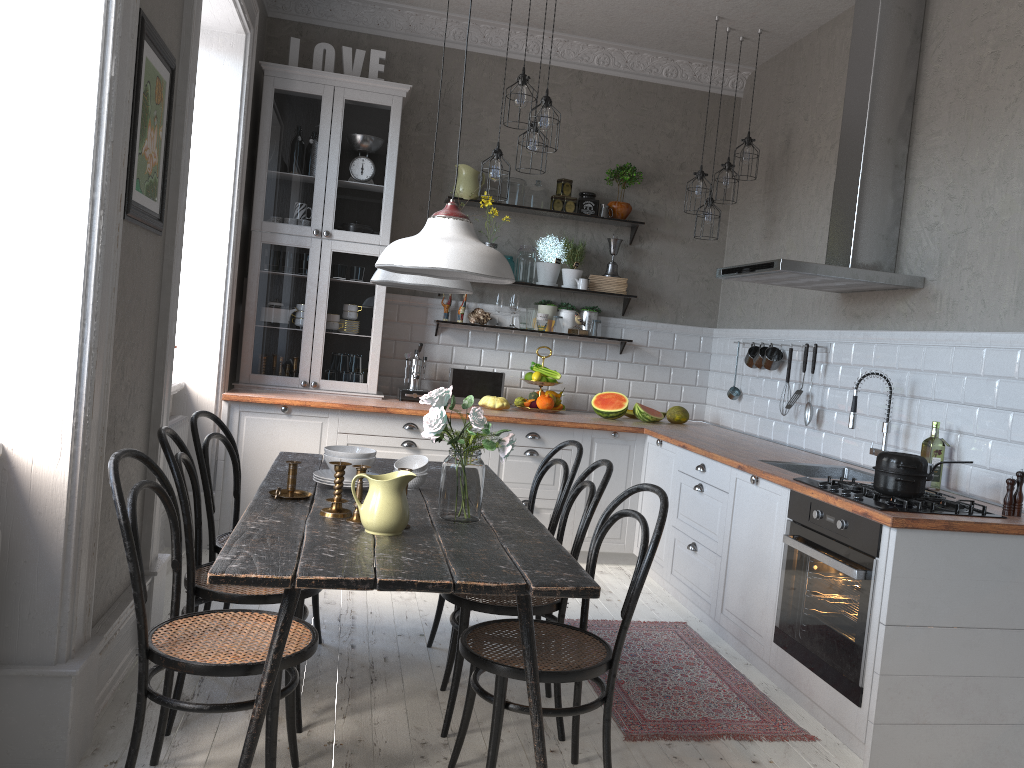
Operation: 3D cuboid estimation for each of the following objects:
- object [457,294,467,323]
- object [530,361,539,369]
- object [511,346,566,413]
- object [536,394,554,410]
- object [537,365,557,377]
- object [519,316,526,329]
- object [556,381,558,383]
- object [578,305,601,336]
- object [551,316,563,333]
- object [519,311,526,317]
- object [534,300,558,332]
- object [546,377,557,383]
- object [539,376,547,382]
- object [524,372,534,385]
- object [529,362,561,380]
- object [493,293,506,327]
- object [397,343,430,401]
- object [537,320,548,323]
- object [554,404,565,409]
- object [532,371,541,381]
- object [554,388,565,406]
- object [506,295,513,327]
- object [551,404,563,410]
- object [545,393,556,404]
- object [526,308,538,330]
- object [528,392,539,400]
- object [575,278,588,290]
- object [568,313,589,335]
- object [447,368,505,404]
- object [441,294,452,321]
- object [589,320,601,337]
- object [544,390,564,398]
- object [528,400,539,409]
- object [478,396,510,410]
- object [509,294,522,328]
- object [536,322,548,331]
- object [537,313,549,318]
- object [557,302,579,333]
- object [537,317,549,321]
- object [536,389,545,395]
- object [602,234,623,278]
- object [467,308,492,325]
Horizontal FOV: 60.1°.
[{"bbox_3d":[-0.317,-0.528,5.778,0.052,0.264,0.062,7,3,25],"label":"object"},{"bbox_3d":[0.151,-0.114,5.691,0.074,0.058,0.050,4,3,-35],"label":"object"},{"bbox_3d":[0.191,-0.034,5.727,0.358,0.425,0.346,4,3,-26],"label":"object"},{"bbox_3d":[0.211,0.113,5.614,0.115,0.110,0.109,3,4,-44],"label":"object"},{"bbox_3d":[0.230,-0.079,5.775,0.180,0.096,0.089,6,3,8],"label":"object"},{"bbox_3d":[0.080,-0.407,5.902,0.077,0.083,0.078,6,3,6],"label":"object"},{"bbox_3d":[0.277,-0.018,5.756,0.052,0.050,0.049,6,3,-2],"label":"object"},{"bbox_3d":[0.529,-0.431,6.023,0.160,0.213,0.151,5,3,-14],"label":"object"},{"bbox_3d":[0.302,-0.397,5.886,0.079,0.108,0.077,5,3,-18],"label":"object"},{"bbox_3d":[0.083,-0.440,5.901,0.077,0.083,0.078,6,3,6],"label":"object"},{"bbox_3d":[0.217,-0.463,5.936,0.159,0.217,0.153,4,3,-32],"label":"object"},{"bbox_3d":[0.241,-0.017,5.718,0.077,0.062,0.098,3,4,-38],"label":"object"},{"bbox_3d":[0.193,-0.022,5.672,0.064,0.061,0.066,5,3,-12],"label":"object"},{"bbox_3d":[0.128,-0.037,5.718,0.097,0.078,0.099,4,3,-24],"label":"object"},{"bbox_3d":[0.215,-0.087,5.702,0.212,0.101,0.067,5,3,-6],"label":"object"},{"bbox_3d":[-0.086,-0.488,5.847,0.083,0.217,0.080,4,3,-25],"label":"object"},{"bbox_3d":[-0.592,-0.075,5.503,0.207,0.370,0.350,5,3,-11],"label":"object"},{"bbox_3d":[0.197,-0.392,5.808,0.078,0.051,0.076,5,3,-19],"label":"object"},{"bbox_3d":[0.247,0.132,5.816,0.213,0.044,0.055,7,3,26],"label":"object"},{"bbox_3d":[0.157,-0.047,5.648,0.059,0.069,0.079,6,3,8],"label":"object"},{"bbox_3d":[0.301,0.081,5.774,0.060,0.120,0.126,6,3,13],"label":"object"},{"bbox_3d":[-0.001,-0.480,5.861,0.083,0.217,0.080,4,3,-25],"label":"object"},{"bbox_3d":[0.284,0.151,5.701,0.088,0.051,0.069,8,3,36],"label":"object"},{"bbox_3d":[0.238,0.100,5.696,0.088,0.078,0.088,6,3,15],"label":"object"},{"bbox_3d":[0.125,-0.427,5.835,0.080,0.139,0.077,3,3,-39],"label":"object"},{"bbox_3d":[0.155,0.087,5.800,0.078,0.076,0.156,6,3,15],"label":"object"},{"bbox_3d":[0.467,-0.659,5.856,0.105,0.071,0.063,7,3,18],"label":"object"},{"bbox_3d":[0.453,-0.400,5.911,0.121,0.147,0.098,3,4,-44],"label":"object"},{"bbox_3d":[-0.232,0.024,5.676,0.355,0.226,0.087,5,3,-12],"label":"object"},{"bbox_3d":[-0.423,-0.538,5.771,0.054,0.264,0.060,3,3,-40],"label":"object"},{"bbox_3d":[0.562,-0.373,5.918,0.079,0.108,0.077,5,3,-18],"label":"object"},{"bbox_3d":[0.273,0.071,5.775,0.128,0.056,0.059,5,3,-20],"label":"object"},{"bbox_3d":[0.119,0.134,5.721,0.071,0.076,0.225,4,3,-29],"label":"object"},{"bbox_3d":[-0.109,0.117,5.503,0.198,0.083,0.187,5,3,-11],"label":"object"},{"bbox_3d":[0.017,-0.474,5.775,0.083,0.217,0.080,4,3,-25],"label":"object"},{"bbox_3d":[0.195,-0.375,5.809,0.078,0.051,0.076,5,3,-19],"label":"object"},{"bbox_3d":[0.201,-0.434,5.807,0.078,0.051,0.076,4,3,-26],"label":"object"},{"bbox_3d":[0.368,-0.446,5.979,0.171,0.214,0.149,7,3,18],"label":"object"},{"bbox_3d":[0.199,-0.409,5.808,0.077,0.051,0.077,6,3,7],"label":"object"},{"bbox_3d":[0.188,0.080,5.800,0.086,0.093,0.086,5,3,-15],"label":"object"},{"bbox_3d":[0.684,-0.860,5.978,0.133,0.287,0.128,4,3,-26],"label":"object"},{"bbox_3d":[-0.218,-0.443,5.780,0.180,0.111,0.094,4,3,-34],"label":"object"}]
